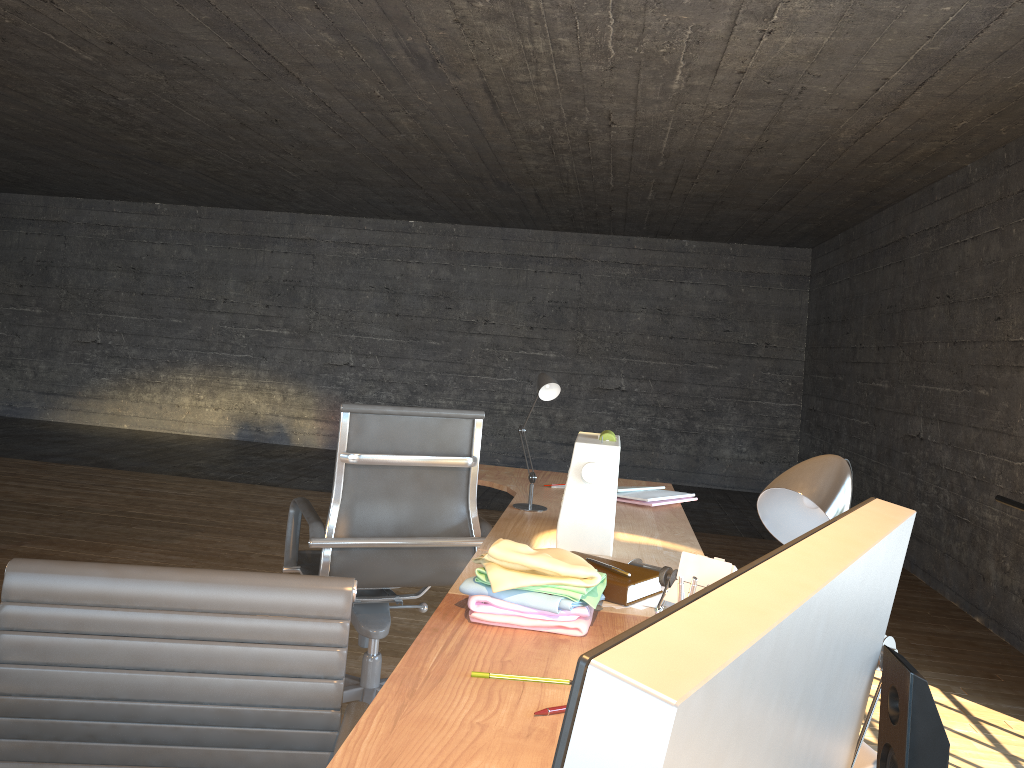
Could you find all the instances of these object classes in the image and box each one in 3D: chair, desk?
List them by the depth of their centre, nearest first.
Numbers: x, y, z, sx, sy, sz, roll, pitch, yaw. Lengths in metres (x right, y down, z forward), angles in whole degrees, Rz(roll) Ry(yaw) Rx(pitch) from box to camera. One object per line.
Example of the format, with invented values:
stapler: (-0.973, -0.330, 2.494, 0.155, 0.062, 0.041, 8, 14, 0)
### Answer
chair: (-0.445, 0.709, 1.019, 0.652, 0.862, 0.683, 5, -1, -7)
desk: (-0.381, 0.744, 1.795, 1.636, 0.741, 3.501, 5, 2, 8)
chair: (-0.441, 0.559, 2.763, 0.650, 1.020, 0.685, 6, -2, -24)

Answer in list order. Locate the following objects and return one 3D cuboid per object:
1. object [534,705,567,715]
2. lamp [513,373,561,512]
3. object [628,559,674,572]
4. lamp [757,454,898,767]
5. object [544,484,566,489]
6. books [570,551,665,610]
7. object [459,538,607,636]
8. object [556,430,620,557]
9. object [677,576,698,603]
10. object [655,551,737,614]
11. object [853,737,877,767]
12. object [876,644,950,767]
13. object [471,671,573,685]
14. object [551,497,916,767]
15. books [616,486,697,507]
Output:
object: (0.082, 0.433, 1.183, 0.125, 0.009, 0.012, 4, 1, -31)
lamp: (0.069, 0.169, 2.678, 0.105, 0.411, 0.207, 5, -2, -7)
object: (0.345, 0.415, 1.939, 0.181, 0.026, 0.075, 7, 2, 37)
lamp: (0.283, 0.266, 0.761, 0.206, 0.411, 0.105, 6, -3, -26)
object: (0.191, 0.360, 3.129, 0.142, 0.013, 0.127, 5, 2, 10)
books: (0.207, 0.394, 1.817, 0.259, 0.054, 0.291, 3, 3, -43)
object: (0.042, 0.351, 1.610, 0.256, 0.130, 0.252, 5, 1, 9)
object: (0.204, 0.258, 2.303, 0.137, 0.285, 0.402, 5, 0, 6)
object: (0.328, 0.382, 1.451, 0.133, 0.129, 0.039, 5, -3, 2)
object: (0.336, 0.375, 1.560, 0.155, 0.136, 0.098, 5, -1, 42)
object: (0.285, 0.382, 0.949, 0.190, 0.165, 0.169, 5, 0, -8)
object: (0.284, 0.338, 0.628, 0.084, 0.279, 0.085, 7, -4, -40)
object: (0.015, 0.424, 1.272, 0.147, 0.007, 0.008, 5, 0, 0)
object: (0.116, 0.275, 0.449, 0.286, 0.392, 0.467, 4, 0, 32)
books: (0.423, 0.368, 3.020, 0.318, 0.044, 0.306, 7, 3, 41)
